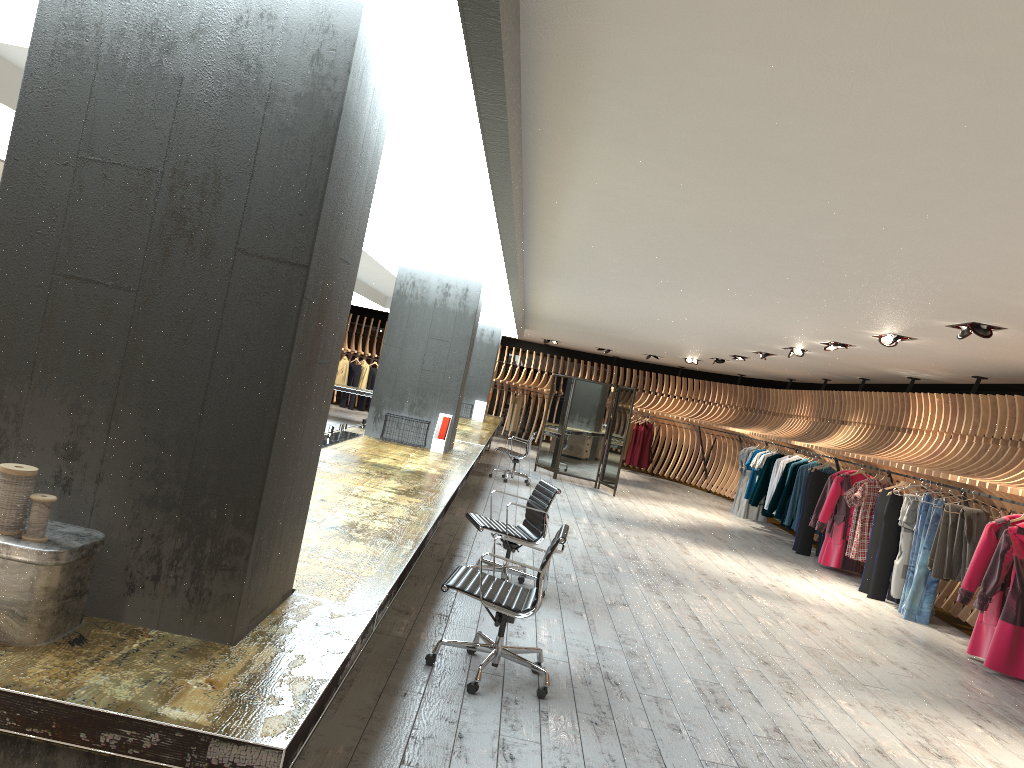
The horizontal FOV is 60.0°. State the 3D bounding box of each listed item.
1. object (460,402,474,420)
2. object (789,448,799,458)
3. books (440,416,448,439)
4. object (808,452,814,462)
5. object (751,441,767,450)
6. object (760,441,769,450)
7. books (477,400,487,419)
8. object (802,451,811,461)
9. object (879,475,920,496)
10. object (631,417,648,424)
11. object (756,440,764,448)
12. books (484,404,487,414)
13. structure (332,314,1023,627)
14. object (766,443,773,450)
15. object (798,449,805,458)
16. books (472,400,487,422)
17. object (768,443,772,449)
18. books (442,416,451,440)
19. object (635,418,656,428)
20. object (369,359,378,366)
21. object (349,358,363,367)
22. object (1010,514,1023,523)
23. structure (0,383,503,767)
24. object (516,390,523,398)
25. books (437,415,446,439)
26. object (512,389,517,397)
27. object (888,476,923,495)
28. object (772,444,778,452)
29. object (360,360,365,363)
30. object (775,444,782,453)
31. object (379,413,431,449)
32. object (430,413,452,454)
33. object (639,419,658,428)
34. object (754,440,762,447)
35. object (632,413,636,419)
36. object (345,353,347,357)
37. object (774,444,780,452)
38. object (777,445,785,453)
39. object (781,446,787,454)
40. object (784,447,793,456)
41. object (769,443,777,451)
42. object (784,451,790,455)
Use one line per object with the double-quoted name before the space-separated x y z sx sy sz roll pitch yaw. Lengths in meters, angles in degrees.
"object" -0.962 0.474 16.375 0.459 0.290 0.329 12 0 4
"object" 4.586 1.168 14.295 0.525 0.270 0.012 12 -1 6
"books" -0.705 0.507 9.030 0.048 0.368 0.215 11 -1 1
"object" 4.567 1.170 13.524 0.525 0.270 0.012 12 -1 1
"object" 4.604 1.170 16.262 0.525 0.270 0.012 12 -1 16
"object" 4.621 1.174 16.088 0.524 0.270 0.012 12 -1 -14
"books" -0.610 0.504 16.596 0.215 0.368 0.047 11 -1 1
"object" 4.574 1.173 13.728 0.525 0.270 0.012 12 -1 6
"object" 4.518 1.174 10.215 0.526 0.270 0.012 12 -1 41
"object" 3.148 0.856 21.537 0.524 0.270 0.012 12 -1 -24
"object" 4.599 1.168 16.399 0.525 0.270 0.012 12 -1 -9
"books" -0.611 0.504 16.554 0.215 0.368 0.075 11 -1 1
"structure" -2.019 -0.118 6.527 14.882 2.440 36.548 12 0 1
"object" 4.572 1.173 15.649 0.524 0.289 0.015 12 -1 11
"object" 4.584 1.169 14.061 0.525 0.270 0.012 12 -1 1
"books" -0.611 0.504 16.526 0.215 0.368 0.073 11 -1 1
"object" 4.613 1.175 15.782 0.526 0.270 0.012 12 -1 26
"books" -0.684 0.512 9.030 0.048 0.368 0.215 11 -1 1
"object" 3.251 0.878 21.414 0.525 0.270 0.012 12 -1 1
"object" -3.655 -0.538 23.694 0.526 0.270 0.012 12 -1 26
"object" -4.125 -0.633 23.541 0.526 0.270 0.012 12 -1 36
"object" 4.498 1.182 7.726 0.526 0.270 0.012 12 -1 21
"structure" -2.770 0.597 10.597 4.836 0.844 18.472 12 0 1
"object" 0.234 0.256 23.619 0.012 0.270 0.524 11 0 21
"books" -0.727 0.503 9.031 0.048 0.368 0.215 11 -1 1
"object" 0.107 0.230 23.639 0.012 0.270 0.524 11 0 16
"object" 4.523 1.176 10.001 0.525 0.270 0.012 12 -1 1
"object" 4.619 1.183 15.454 0.523 0.291 0.013 12 -1 -4
"object" -3.945 -0.596 23.616 0.012 0.270 0.526 12 -1 -44
"object" 4.594 1.169 15.236 0.524 0.270 0.012 12 -1 -14
"object" -1.077 0.478 8.974 0.459 0.290 0.329 12 0 -1
"object" -0.718 0.498 9.024 0.129 0.383 0.239 11 0 1
"object" 3.305 0.889 21.330 0.524 0.270 0.012 12 -1 -24
"object" 4.609 1.170 16.543 0.525 0.270 0.012 12 -1 16
"object" 2.991 0.820 21.715 0.012 0.270 0.524 11 0 41
"object" -4.409 -0.689 23.430 0.012 0.270 0.526 12 0 -34
"object" 4.608 1.183 15.349 0.524 0.285 0.013 12 -1 -4
"object" 4.574 1.177 15.063 0.524 0.284 0.014 12 -1 11
"object" 4.593 1.176 14.878 0.525 0.270 0.012 12 -1 1
"object" 4.588 1.175 14.669 0.525 0.270 0.012 12 -1 6
"object" 4.599 1.173 15.541 0.525 0.270 0.012 12 -1 6
"object" 4.604 1.178 14.796 0.525 0.270 0.012 12 -1 1
